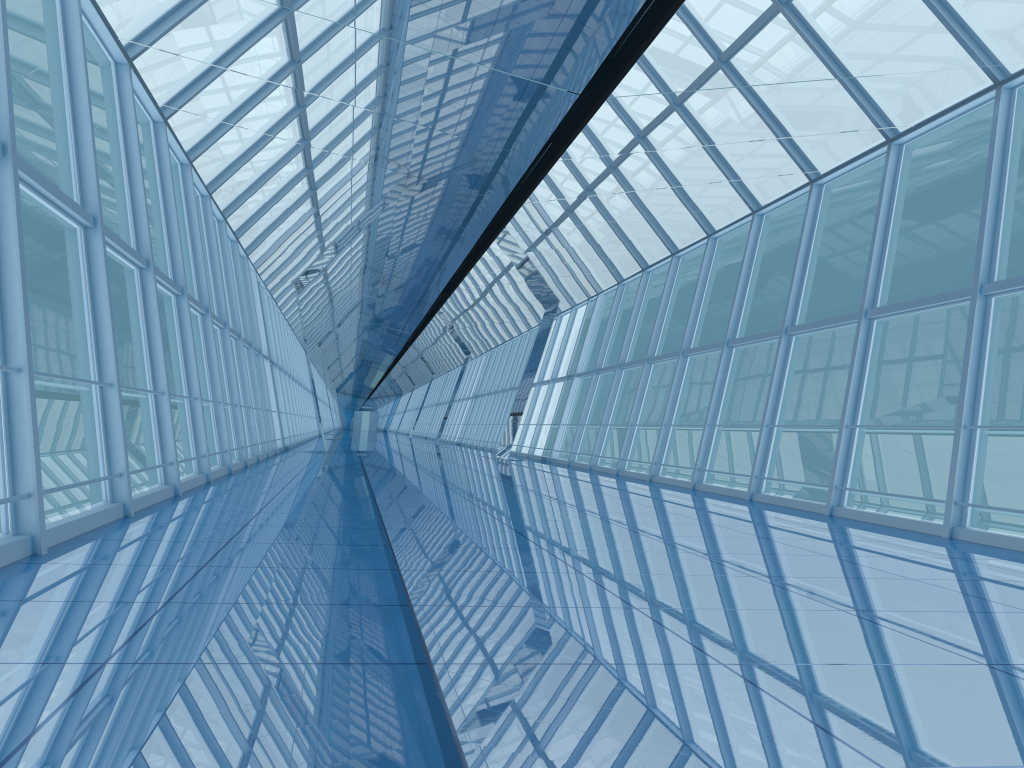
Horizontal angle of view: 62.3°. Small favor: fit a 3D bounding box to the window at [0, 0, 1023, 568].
[{"bbox_3d":[-7.436,0.739,49.354,9.883,4.987,104.839,4,-3,-11],"label":"window"}]
